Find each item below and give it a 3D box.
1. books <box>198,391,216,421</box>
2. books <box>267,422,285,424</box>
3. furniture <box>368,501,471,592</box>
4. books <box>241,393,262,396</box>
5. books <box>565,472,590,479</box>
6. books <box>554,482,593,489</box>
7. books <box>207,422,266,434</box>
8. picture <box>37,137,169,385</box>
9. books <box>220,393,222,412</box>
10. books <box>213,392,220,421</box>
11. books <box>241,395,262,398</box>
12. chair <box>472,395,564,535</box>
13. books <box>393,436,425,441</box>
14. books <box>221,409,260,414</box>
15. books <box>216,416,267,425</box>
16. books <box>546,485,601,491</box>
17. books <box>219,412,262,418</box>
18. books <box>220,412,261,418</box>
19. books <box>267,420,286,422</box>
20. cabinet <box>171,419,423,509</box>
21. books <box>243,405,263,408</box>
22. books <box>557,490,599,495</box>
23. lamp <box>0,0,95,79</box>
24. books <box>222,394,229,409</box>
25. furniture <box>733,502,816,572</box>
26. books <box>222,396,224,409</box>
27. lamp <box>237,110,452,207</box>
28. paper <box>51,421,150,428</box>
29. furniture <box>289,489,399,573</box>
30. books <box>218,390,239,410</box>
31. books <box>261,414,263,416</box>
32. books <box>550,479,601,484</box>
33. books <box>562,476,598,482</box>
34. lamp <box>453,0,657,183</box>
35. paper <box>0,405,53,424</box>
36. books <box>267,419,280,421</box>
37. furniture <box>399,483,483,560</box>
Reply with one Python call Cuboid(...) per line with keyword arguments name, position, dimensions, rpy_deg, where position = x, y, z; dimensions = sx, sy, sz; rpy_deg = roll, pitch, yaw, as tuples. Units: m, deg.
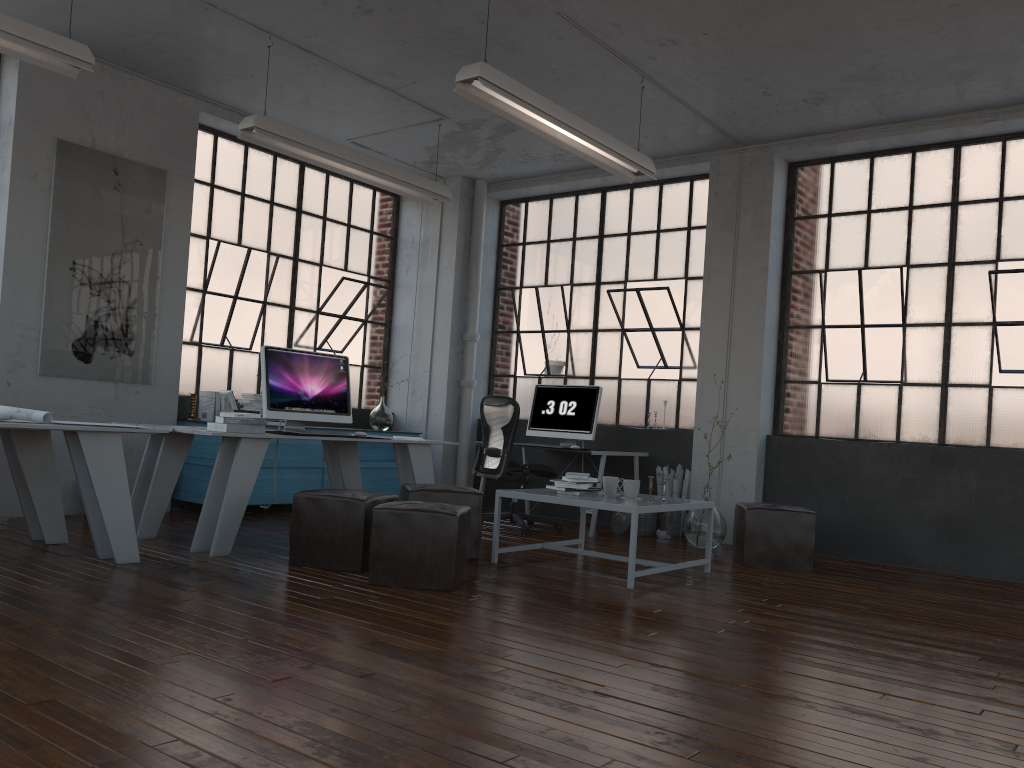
Cuboid(name="books", position=(-2.468, 0.177, 7.167), dimensions=(0.172, 0.239, 0.032), rpy_deg=(2, -2, 38))
Cuboid(name="books", position=(-2.028, 0.318, 7.369), dimensions=(0.187, 0.014, 0.248), rpy_deg=(2, -3, 36))
Cuboid(name="furniture", position=(-0.468, 0.833, 4.606), dimensions=(0.471, 0.431, 0.471), rpy_deg=(4, -2, 6))
Cuboid(name="books", position=(-2.135, 0.098, 7.562), dimensions=(0.182, 0.016, 0.289), rpy_deg=(2, -4, 38))
Cuboid(name="books", position=(0.404, 0.564, 5.459), dimensions=(0.141, 0.026, 0.202), rpy_deg=(3, -3, 8))
Cuboid(name="books", position=(0.382, 0.621, 5.486), dimensions=(0.200, 0.031, 0.272), rpy_deg=(3, -3, 13))
Cuboid(name="books", position=(-1.647, 0.263, 5.294), dimensions=(0.200, 0.050, 0.272), rpy_deg=(2, -3, 38))
Cuboid(name="picture", position=(-2.955, -0.851, 6.457), dimensions=(0.025, 1.649, 0.854), rpy_deg=(3, -2, 38))
Cuboid(name="books", position=(-2.419, 0.193, 7.219), dimensions=(0.152, 0.239, 0.045), rpy_deg=(2, -2, 38))
Cuboid(name="books", position=(-2.435, 0.180, 7.194), dimensions=(0.172, 0.240, 0.053), rpy_deg=(2, -2, 38))
Cuboid(name="books", position=(-2.140, 0.114, 7.572), dimensions=(0.182, 0.016, 0.289), rpy_deg=(2, -4, 38))
Cuboid(name="chair", position=(0.018, 0.652, 7.353), dimensions=(0.770, 1.085, 0.793), rpy_deg=(2, -2, 41))
Cuboid(name="books", position=(-0.740, 0.390, 6.350), dimensions=(0.205, 0.019, 0.243), rpy_deg=(4, -3, -12))
Cuboid(name="books", position=(-2.193, 0.225, 7.152), dimensions=(0.190, 0.028, 0.240), rpy_deg=(1, -4, 40))
Cuboid(name="books", position=(-1.617, 0.217, 5.292), dimensions=(0.257, 0.044, 0.193), rpy_deg=(5, -3, -32))
Cuboid(name="books", position=(0.379, 0.644, 5.486), dimensions=(0.274, 0.025, 0.210), rpy_deg=(6, -3, -32))
Cuboid(name="books", position=(-2.192, 0.251, 7.160), dimensions=(0.211, 0.023, 0.259), rpy_deg=(2, -4, 38))
Cuboid(name="books", position=(-1.626, 0.186, 5.303), dimensions=(0.153, 0.030, 0.185), rpy_deg=(2, -4, 38))
Cuboid(name="books", position=(-2.031, 0.305, 7.376), dimensions=(0.202, 0.012, 0.251), rpy_deg=(1, -4, 39))
Cuboid(name="cabinet", position=(-1.816, 0.741, 7.821), dimensions=(0.626, 0.732, 2.266), rpy_deg=(2, -3, 38))
Cuboid(name="books", position=(-2.140, 0.196, 7.584), dimensions=(0.167, 0.017, 0.263), rpy_deg=(2, -4, 38))
Cuboid(name="books", position=(0.407, 0.670, 5.503), dimensions=(0.171, 0.028, 0.218), rpy_deg=(2, -3, 38))
Cuboid(name="lamp", position=(-2.850, -2.049, 4.061), dimensions=(0.202, 0.628, 1.880), rpy_deg=(3, -3, 38))
Cuboid(name="books", position=(-2.379, 0.193, 7.268), dimensions=(0.160, 0.224, 0.065), rpy_deg=(2, -2, 38))
Cuboid(name="furniture", position=(1.811, 1.063, 6.162), dimensions=(0.503, 0.460, 0.504), rpy_deg=(4, -2, 5))
Cuboid(name="books", position=(-2.407, 0.210, 7.242), dimensions=(0.160, 0.224, 0.046), rpy_deg=(2, -2, 38))
Cuboid(name="lamp", position=(-1.110, -1.599, 6.346), dimensions=(0.202, 0.205, 1.880), rpy_deg=(2, -3, 38))
Cuboid(name="paper", position=(-2.217, 0.211, 4.708), dimensions=(0.429, 0.001, 0.484), rpy_deg=(6, -4, -42))
Cuboid(name="furniture", position=(-0.940, 0.817, 4.998), dimensions=(0.480, 0.439, 0.480), rpy_deg=(3, -2, 16))
Cuboid(name="books", position=(-2.339, 0.196, 7.328), dimensions=(0.176, 0.284, 0.170), rpy_deg=(2, -2, 38))
Cuboid(name="books", position=(-2.145, 0.264, 7.579), dimensions=(0.160, 0.013, 0.254), rpy_deg=(2, -4, 38))
Cuboid(name="books", position=(0.391, 0.604, 5.492), dimensions=(0.199, 0.014, 0.275), rpy_deg=(2, -4, 38))
Cuboid(name="books", position=(0.417, 0.589, 5.475), dimensions=(0.185, 0.026, 0.125), rpy_deg=(5, -3, -22))
Cuboid(name="lamp", position=(0.355, -1.759, 5.303), dimensions=(0.202, 0.628, 1.880), rpy_deg=(3, -3, 38))
Cuboid(name="paper", position=(-2.931, 0.116, 4.378), dimensions=(0.975, 0.105, 1.076), rpy_deg=(2, -4, 38))
Cuboid(name="books", position=(-2.149, 0.300, 7.560), dimensions=(0.159, 0.012, 0.285), rpy_deg=(2, -4, 38))
Cuboid(name="furniture", position=(-0.466, 0.868, 5.619), dimensions=(0.503, 0.460, 0.503), rpy_deg=(4, -2, -14))
